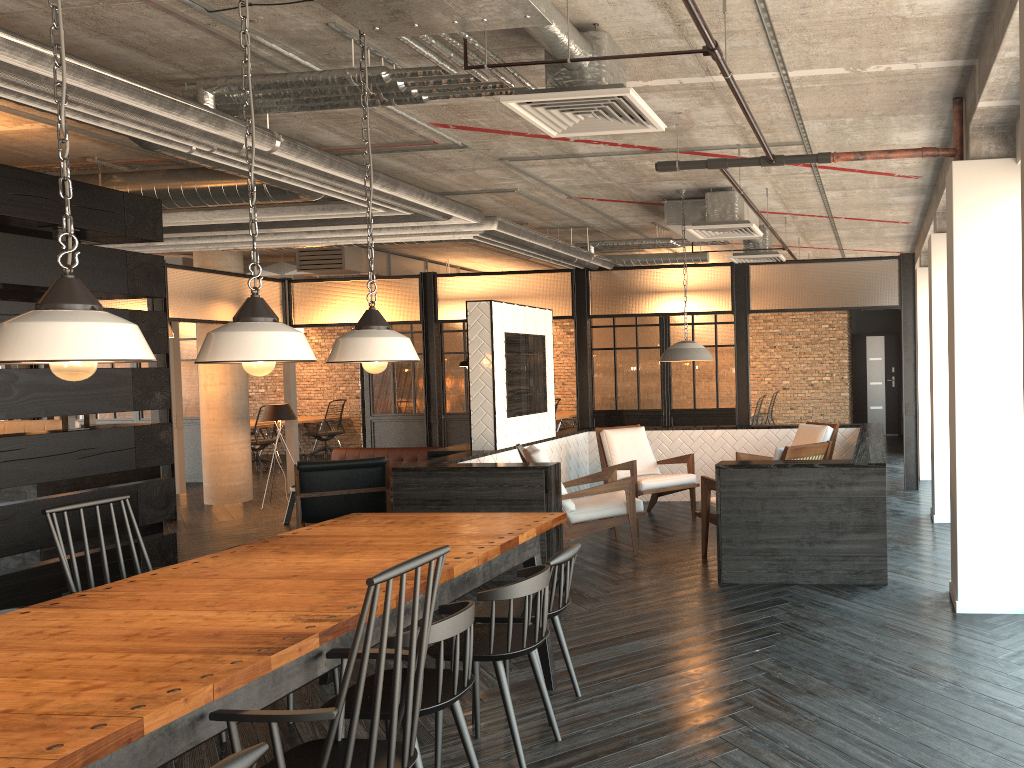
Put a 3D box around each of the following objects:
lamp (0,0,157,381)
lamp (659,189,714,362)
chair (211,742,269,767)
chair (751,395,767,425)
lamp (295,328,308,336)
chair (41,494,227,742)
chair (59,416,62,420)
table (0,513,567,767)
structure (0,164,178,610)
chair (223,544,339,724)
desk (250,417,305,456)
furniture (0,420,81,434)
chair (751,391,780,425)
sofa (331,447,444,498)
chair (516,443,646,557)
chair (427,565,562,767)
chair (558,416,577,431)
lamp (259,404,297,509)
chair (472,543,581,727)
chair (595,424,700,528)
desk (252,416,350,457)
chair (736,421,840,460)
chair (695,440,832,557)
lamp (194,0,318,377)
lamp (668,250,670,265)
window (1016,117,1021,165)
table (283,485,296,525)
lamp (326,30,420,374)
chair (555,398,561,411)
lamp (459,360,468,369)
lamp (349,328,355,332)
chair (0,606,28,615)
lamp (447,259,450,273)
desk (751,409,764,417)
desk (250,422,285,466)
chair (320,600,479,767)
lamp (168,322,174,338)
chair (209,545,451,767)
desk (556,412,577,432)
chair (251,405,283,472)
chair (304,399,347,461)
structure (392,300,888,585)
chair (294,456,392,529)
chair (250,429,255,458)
[{"bbox_3d":[-1.192,-0.875,2.179,0.325,1.738,0.407,-1,2,28],"label":"lamp"},{"bbox_3d":[1.568,-0.982,7.551,0.459,1.545,0.559,-1,2,24],"label":"lamp"},{"bbox_3d":[-0.795,1.138,1.687,0.439,0.726,0.399,-1,2,15],"label":"chair"},{"bbox_3d":[3.429,0.693,12.316,0.660,1.063,0.739,-1,2,16],"label":"chair"},{"bbox_3d":[-4.640,-1.284,14.009,0.276,0.858,3.674,-1,1,24],"label":"lamp"},{"bbox_3d":[-1.452,0.973,3.294,0.463,1.033,0.489,-1,2,16],"label":"chair"},{"bbox_3d":[-7.975,0.915,15.457,0.660,1.063,0.739,-1,2,16],"label":"chair"},{"bbox_3d":[-1.074,1.100,2.404,1.106,0.792,4.035,-1,1,23],"label":"table"},{"bbox_3d":[-6.466,0.232,3.476,5.777,2.743,5.846,-1,1,16],"label":"structure"},{"bbox_3d":[-1.053,1.104,3.777,0.421,0.737,0.399,-1,2,15],"label":"chair"},{"bbox_3d":[-4.543,1.012,15.060,0.747,0.720,1.768,-1,1,21],"label":"desk"},{"bbox_3d":[-3.775,0.881,5.408,1.792,1.261,0.620,-1,2,9],"label":"furniture"},{"bbox_3d":[4.151,0.649,13.956,0.660,1.063,0.739,-1,2,16],"label":"chair"},{"bbox_3d":[-1.512,1.070,9.602,1.542,0.638,0.707,-1,1,10],"label":"sofa"},{"bbox_3d":[0.553,0.931,6.801,1.035,0.907,0.650,-2,2,-16],"label":"chair"},{"bbox_3d":[-0.071,1.089,3.234,0.421,0.737,0.399,-1,2,15],"label":"chair"},{"bbox_3d":[1.098,0.716,14.349,0.660,1.063,0.739,-1,2,16],"label":"chair"},{"bbox_3d":[-2.520,0.818,9.886,0.954,1.179,0.478,-3,2,-26],"label":"lamp"},{"bbox_3d":[0.056,1.084,3.687,0.439,0.726,0.399,-1,2,15],"label":"chair"},{"bbox_3d":[1.312,0.888,8.314,0.833,0.907,0.799,-3,2,-34],"label":"chair"},{"bbox_3d":[-3.779,0.995,14.962,0.747,0.720,1.768,-1,1,21],"label":"desk"},{"bbox_3d":[2.719,0.856,8.226,1.068,0.907,0.626,-2,2,-26],"label":"chair"},{"bbox_3d":[2.015,0.900,6.577,0.835,0.907,0.795,-3,2,-39],"label":"chair"},{"bbox_3d":[-0.901,-0.893,2.839,0.316,1.738,0.416,-1,2,35],"label":"lamp"},{"bbox_3d":[2.881,-1.448,13.040,0.276,0.858,3.674,-1,1,24],"label":"lamp"},{"bbox_3d":[2.577,-0.051,3.697,0.227,2.876,2.681,-1,2,24],"label":"window"},{"bbox_3d":[-1.901,1.225,8.681,0.688,0.372,0.740,-1,1,11],"label":"table"},{"bbox_3d":[-0.611,-0.910,3.500,0.316,1.738,0.416,-1,2,35],"label":"lamp"},{"bbox_3d":[0.377,0.760,12.709,0.660,1.063,0.739,-1,2,16],"label":"chair"},{"bbox_3d":[-0.360,-0.212,7.477,0.253,0.171,0.173,-2,1,-19],"label":"lamp"},{"bbox_3d":[-2.343,-1.358,12.782,0.500,1.503,0.389,-3,2,-22],"label":"lamp"},{"bbox_3d":[-1.578,1.138,2.813,0.439,0.726,0.399,-1,2,15],"label":"chair"},{"bbox_3d":[-0.172,-1.381,13.433,0.276,0.858,3.674,-1,1,24],"label":"lamp"},{"bbox_3d":[3.743,0.830,13.993,0.747,0.720,1.768,-1,1,21],"label":"desk"},{"bbox_3d":[-4.493,1.038,13.342,0.747,0.720,1.768,-1,1,21],"label":"desk"},{"bbox_3d":[-0.347,1.104,2.739,0.421,0.737,0.399,-1,2,15],"label":"chair"},{"bbox_3d":[-3.984,-1.257,9.056,0.500,1.503,0.389,-3,2,-22],"label":"lamp"},{"bbox_3d":[-0.459,0.968,2.179,0.463,1.033,0.489,-1,2,16],"label":"chair"},{"bbox_3d":[0.691,0.897,14.387,0.747,0.720,1.768,-1,1,21],"label":"desk"},{"bbox_3d":[-4.093,0.857,13.285,0.660,1.063,0.739,-1,2,16],"label":"chair"},{"bbox_3d":[-3.372,0.813,14.924,0.660,1.063,0.739,-1,2,16],"label":"chair"},{"bbox_3d":[1.425,0.292,7.637,3.746,2.116,3.951,-1,1,16],"label":"structure"},{"bbox_3d":[-1.511,1.025,7.483,0.837,0.796,0.909,-2,1,-18],"label":"chair"},{"bbox_3d":[-4.995,0.850,15.074,0.660,1.063,0.739,-1,2,16],"label":"chair"}]
